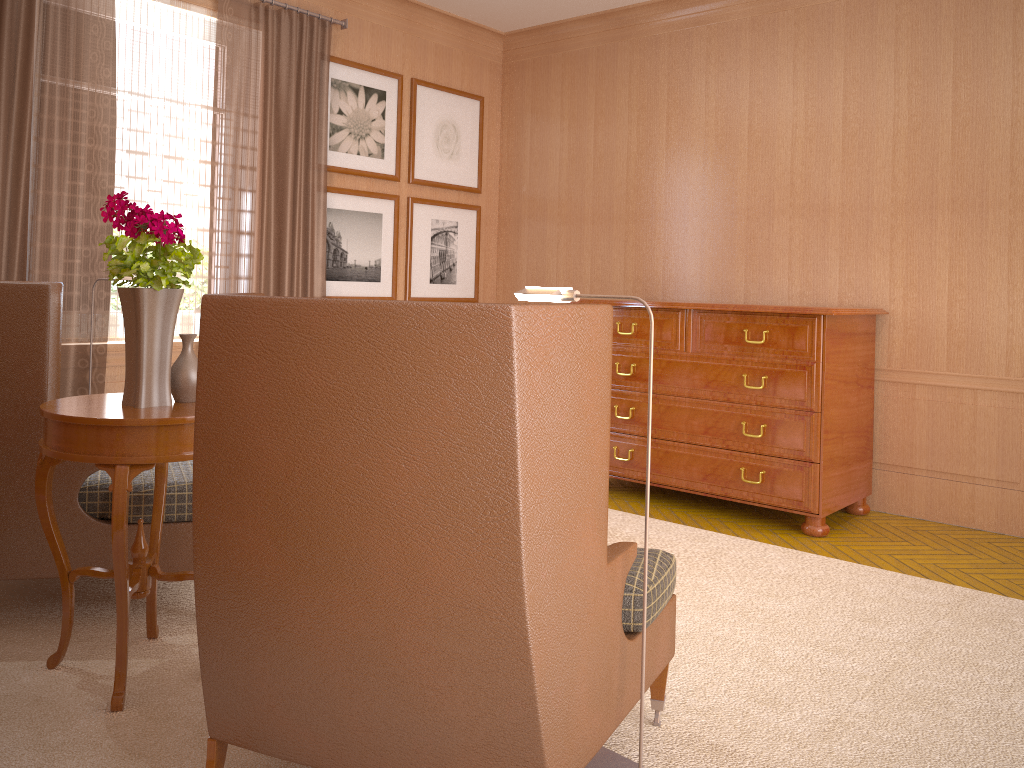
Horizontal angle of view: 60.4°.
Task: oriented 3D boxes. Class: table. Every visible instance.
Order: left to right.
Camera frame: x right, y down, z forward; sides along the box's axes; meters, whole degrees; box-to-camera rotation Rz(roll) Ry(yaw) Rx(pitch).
[{"bbox_3d":[-1.921,0.791,4.528,0.924,1.374,1.042,0,2,-42],"label":"table"}]

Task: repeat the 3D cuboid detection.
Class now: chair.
[{"bbox_3d":[-2.853,0.329,5.738,1.719,1.975,1.918,1,3,-25],"label":"chair"},{"bbox_3d":[-0.351,0.632,3.628,1.911,1.976,1.724,2,2,15],"label":"chair"}]

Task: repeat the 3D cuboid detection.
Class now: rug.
[{"bbox_3d":[-0.229,1.460,5.189,7.984,0.020,6.004,7,8,40],"label":"rug"}]

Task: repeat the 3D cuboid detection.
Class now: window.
[{"bbox_3d":[-3.550,-2.037,8.290,0.848,3.382,2.433,1,1,40],"label":"window"}]

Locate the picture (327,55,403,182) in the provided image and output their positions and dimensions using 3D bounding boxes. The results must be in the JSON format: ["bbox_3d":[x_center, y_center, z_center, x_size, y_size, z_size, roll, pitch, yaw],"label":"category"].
[{"bbox_3d":[-1.701,-2.939,9.791,0.048,1.250,1.250,1,2,40],"label":"picture"}]

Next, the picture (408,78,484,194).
[{"bbox_3d":[-0.790,-3.031,10.861,0.048,1.250,1.250,1,2,40],"label":"picture"}]

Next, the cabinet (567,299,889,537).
[{"bbox_3d":[2.047,0.175,8.710,2.775,1.944,1.416,5,4,40],"label":"cabinet"}]

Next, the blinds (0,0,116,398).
[{"bbox_3d":[-3.926,-1.240,7.043,0.267,4.806,1.426,1,0,42],"label":"blinds"}]

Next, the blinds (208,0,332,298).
[{"bbox_3d":[-2.421,-1.399,8.813,0.267,4.796,1.445,1,0,39],"label":"blinds"}]

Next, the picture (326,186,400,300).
[{"bbox_3d":[-1.741,-1.530,9.775,0.048,1.250,1.250,1,2,40],"label":"picture"}]

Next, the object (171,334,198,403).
[{"bbox_3d":[-1.729,-0.086,4.684,0.186,0.358,0.186,1,1,-16],"label":"object"}]

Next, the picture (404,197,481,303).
[{"bbox_3d":[-0.830,-1.622,10.844,0.048,1.250,1.250,1,2,40],"label":"picture"}]

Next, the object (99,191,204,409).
[{"bbox_3d":[-1.858,-0.440,4.540,0.457,1.090,0.524,2,1,39],"label":"object"}]

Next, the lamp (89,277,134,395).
[{"bbox_3d":[-2.947,0.206,6.591,0.629,2.029,0.563,2,0,2],"label":"lamp"}]

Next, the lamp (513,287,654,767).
[{"bbox_3d":[0.252,0.617,3.654,0.630,2.034,0.563,2,0,11],"label":"lamp"}]
